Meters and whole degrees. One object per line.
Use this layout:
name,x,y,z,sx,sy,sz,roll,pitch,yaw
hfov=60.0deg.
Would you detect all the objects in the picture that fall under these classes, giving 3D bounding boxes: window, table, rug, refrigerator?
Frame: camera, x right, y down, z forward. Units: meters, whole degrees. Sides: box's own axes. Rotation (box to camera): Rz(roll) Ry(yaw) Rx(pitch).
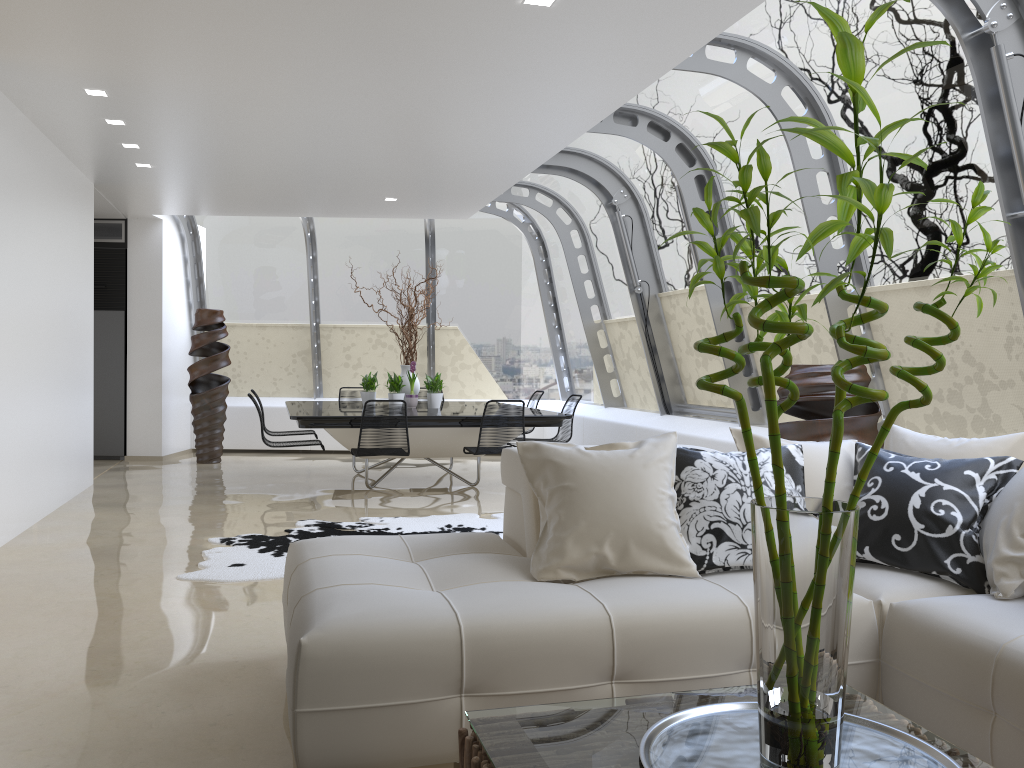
window,-4.916,-0.403,5.177,16.693,3.674,16.171,1,1,-9
table,-1.031,0.619,9.129,2.494,0.759,3.031,0,1,-15
table,0.465,0.961,1.704,1.007,0.448,0.923,0,1,-15
rug,-0.430,1.072,5.788,3.220,0.008,2.705,0,1,-15
refrigerator,-5.159,-0.014,10.744,1.006,1.742,0.234,1,1,-2

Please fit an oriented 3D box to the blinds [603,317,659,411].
blinds,1.389,-0.202,9.577,0.329,1.027,1.430,0,1,-15

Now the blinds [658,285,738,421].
blinds,1.765,-0.260,8.079,0.387,1.214,1.376,0,1,-15

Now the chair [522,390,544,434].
chair,0.000,0.334,10.117,0.688,0.519,0.446,0,1,-15

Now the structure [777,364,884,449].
structure,1.784,0.513,5.071,0.672,1.258,0.674,0,2,-38

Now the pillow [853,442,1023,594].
pillow,1.480,0.482,3.247,0.599,0.483,0.405,2,2,43

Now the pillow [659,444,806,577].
pillow,0.820,0.462,3.270,0.604,0.471,0.394,1,1,1

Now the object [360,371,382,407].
object,-1.470,0.049,9.162,0.215,0.369,0.284,1,1,23

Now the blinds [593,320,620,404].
blinds,1.090,0.289,11.290,0.663,2.118,1.829,0,1,-15

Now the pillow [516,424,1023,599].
pillow,1.655,0.455,2.626,3.322,0.530,1.656,2,2,45

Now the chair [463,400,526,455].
chair,-0.138,0.383,7.713,0.446,0.519,0.688,0,1,-15

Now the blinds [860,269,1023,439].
blinds,2.596,-0.094,5.119,0.329,1.027,1.430,0,1,-15

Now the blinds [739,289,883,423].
blinds,2.194,-0.130,6.605,0.329,1.027,1.430,0,1,-15

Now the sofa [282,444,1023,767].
sofa,1.149,0.740,2.143,3.257,0.866,4.169,0,1,-15

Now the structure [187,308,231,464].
structure,-3.603,0.030,10.552,0.498,1.843,0.493,1,1,-4

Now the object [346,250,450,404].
object,-1.200,-0.537,9.100,1.031,1.549,1.135,0,1,-23

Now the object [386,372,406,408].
object,-1.158,0.061,8.799,0.215,0.369,0.284,1,1,18

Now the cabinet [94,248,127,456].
cabinet,-5.758,-0.368,11.022,2.252,2.558,0.831,1,1,-1

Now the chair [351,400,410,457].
chair,-1.101,0.376,7.452,0.446,0.519,0.688,0,1,-15

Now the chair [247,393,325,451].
chair,-2.095,0.348,8.228,0.688,0.519,0.446,0,1,-15

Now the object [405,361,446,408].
object,-0.862,0.009,9.016,0.417,0.476,0.238,1,1,13

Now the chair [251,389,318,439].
chair,-2.429,0.318,9.459,0.688,0.519,0.446,0,1,-15

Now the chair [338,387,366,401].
chair,-1.849,0.304,10.491,0.446,0.519,0.688,0,1,-15

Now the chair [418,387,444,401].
chair,-0.956,0.310,10.733,0.446,0.519,0.688,0,1,-15

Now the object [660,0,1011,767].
object,0.595,-0.023,1.738,0.673,1.546,0.584,1,1,24

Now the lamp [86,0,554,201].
lamp,-4.620,-1.825,3.224,9.775,0.004,9.928,0,1,-14

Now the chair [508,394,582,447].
chair,0.334,0.364,8.885,0.688,0.519,0.446,0,1,-15
